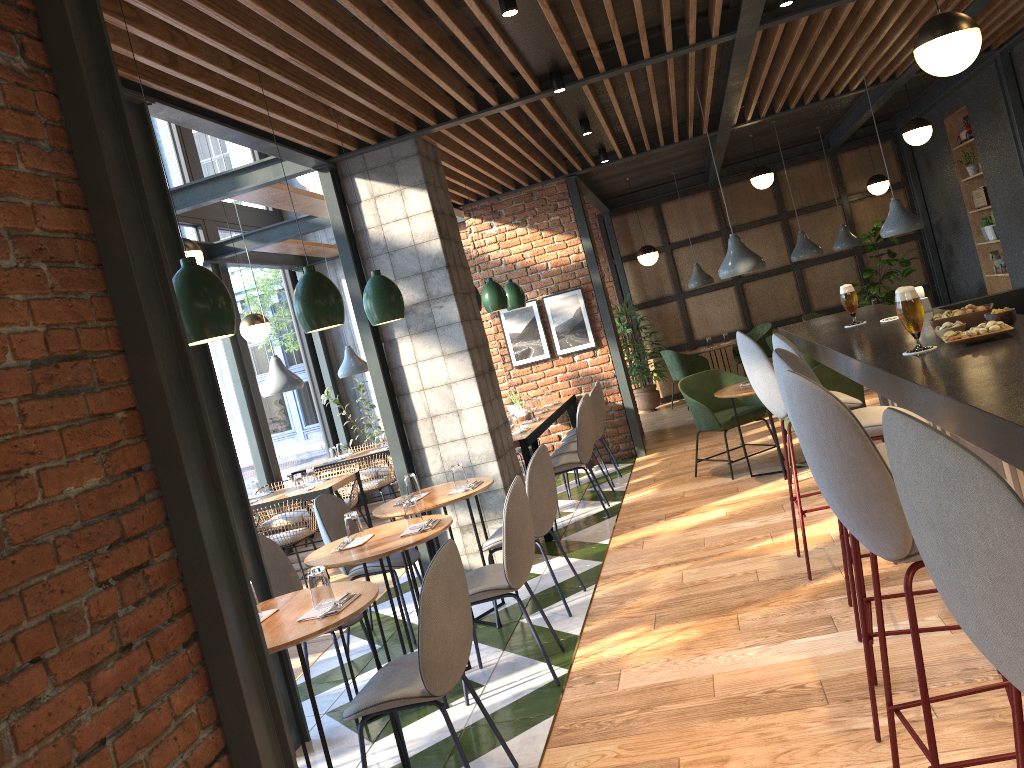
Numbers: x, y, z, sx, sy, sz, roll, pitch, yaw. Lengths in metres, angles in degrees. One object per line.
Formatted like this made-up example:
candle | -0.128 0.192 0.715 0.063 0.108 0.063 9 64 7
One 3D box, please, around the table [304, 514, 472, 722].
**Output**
table | -0.522 1.077 4.104 0.703 0.747 0.696 -16 2 -36

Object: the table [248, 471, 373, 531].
table | -1.895 1.274 7.431 1.268 0.706 0.660 -14 2 12

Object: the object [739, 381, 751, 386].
object | 1.881 -0.021 6.833 0.243 0.019 0.157 -15 3 -19

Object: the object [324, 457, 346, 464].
object | -1.853 0.793 9.208 0.242 0.019 0.158 -14 3 11

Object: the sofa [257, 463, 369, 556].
sofa | -1.789 1.203 7.982 1.089 0.733 0.472 -14 1 12

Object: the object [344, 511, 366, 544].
object | -0.738 0.668 4.133 0.080 0.138 0.080 -14 1 22

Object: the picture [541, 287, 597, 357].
picture | 0.582 -0.631 9.051 0.429 0.631 0.015 -14 0 12

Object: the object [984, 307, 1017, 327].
object | 1.369 -0.185 2.485 0.078 0.060 0.108 -14 2 20

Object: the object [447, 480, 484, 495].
object | -0.262 0.572 4.910 0.157 0.019 0.244 -14 3 17

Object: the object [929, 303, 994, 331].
object | 1.353 -0.196 2.657 0.167 0.072 0.169 -13 3 32

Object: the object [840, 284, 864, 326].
object | 1.464 -0.345 3.830 0.070 0.178 0.070 -14 1 15

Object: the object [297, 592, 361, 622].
object | -0.635 0.767 3.056 0.157 0.019 0.244 -14 3 16

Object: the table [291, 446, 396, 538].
table | -1.521 1.077 9.313 1.268 0.706 0.660 -14 2 12

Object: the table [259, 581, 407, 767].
table | -0.719 1.181 3.112 0.703 0.747 0.696 -15 2 -32

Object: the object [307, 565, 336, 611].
object | -0.668 0.706 3.082 0.080 0.138 0.080 -15 1 -41

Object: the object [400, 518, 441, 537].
object | -0.425 0.658 4.081 0.157 0.019 0.243 -14 3 9

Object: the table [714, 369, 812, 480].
table | 2.011 0.318 6.680 0.803 0.687 0.812 -13 3 42

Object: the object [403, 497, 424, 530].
object | -0.461 0.598 4.104 0.080 0.138 0.080 -15 1 -38

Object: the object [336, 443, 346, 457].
object | -1.842 0.706 9.519 0.080 0.138 0.080 -15 1 -15

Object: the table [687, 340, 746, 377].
table | 2.839 -0.176 11.932 0.812 0.687 0.803 -16 2 -38

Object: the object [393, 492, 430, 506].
object | -0.567 0.644 5.025 0.157 0.019 0.244 -14 3 17

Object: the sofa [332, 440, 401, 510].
sofa | -1.414 1.006 9.868 1.089 0.733 0.472 -14 1 12

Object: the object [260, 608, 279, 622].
object | -0.943 0.841 3.163 0.157 0.019 0.244 -14 3 16

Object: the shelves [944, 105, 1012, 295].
shelves | 5.463 -1.782 9.975 0.284 2.705 0.838 -14 1 12

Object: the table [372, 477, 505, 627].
table | -0.349 0.986 4.977 0.696 0.747 0.703 -14 2 22

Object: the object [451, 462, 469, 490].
object | -0.294 0.510 4.936 0.080 0.138 0.080 -15 1 -20

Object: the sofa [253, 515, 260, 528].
sofa | -2.159 1.399 6.115 1.089 0.733 0.472 -14 1 12

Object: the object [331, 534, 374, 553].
object | -0.742 0.736 4.148 0.157 0.019 0.243 -14 3 9

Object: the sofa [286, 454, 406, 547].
sofa | -1.634 1.122 8.762 1.089 0.733 0.472 -14 1 12

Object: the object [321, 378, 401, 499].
object | -1.586 0.628 10.308 0.855 1.497 0.903 -14 1 31

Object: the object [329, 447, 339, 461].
object | -1.858 0.725 9.229 0.080 0.138 0.080 -14 1 44

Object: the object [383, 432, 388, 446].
object | -1.322 0.578 9.409 0.080 0.138 0.080 -15 1 -15

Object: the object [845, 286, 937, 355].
object | 1.405 -0.251 3.115 0.321 0.106 1.516 -14 3 16

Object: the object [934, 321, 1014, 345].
object | 1.253 -0.147 2.416 0.163 0.052 0.293 -13 3 21

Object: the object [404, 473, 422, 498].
object | -0.565 0.576 5.006 0.080 0.138 0.080 -15 1 -10

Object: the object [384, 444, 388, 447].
object | -1.281 0.635 9.427 0.242 0.019 0.158 -14 3 12

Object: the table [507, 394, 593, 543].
table | 0.163 0.694 7.798 0.656 0.765 2.782 -14 3 12

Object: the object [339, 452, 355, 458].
object | -1.801 0.763 9.538 0.242 0.019 0.158 -14 3 12

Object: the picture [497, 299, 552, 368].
picture | 0.126 -0.519 9.148 0.429 0.631 0.015 -14 0 12

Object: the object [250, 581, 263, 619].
object | -0.941 0.773 3.144 0.080 0.138 0.080 -14 1 -1

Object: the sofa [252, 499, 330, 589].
sofa | -2.008 1.319 6.876 1.089 0.733 0.472 -14 1 12
